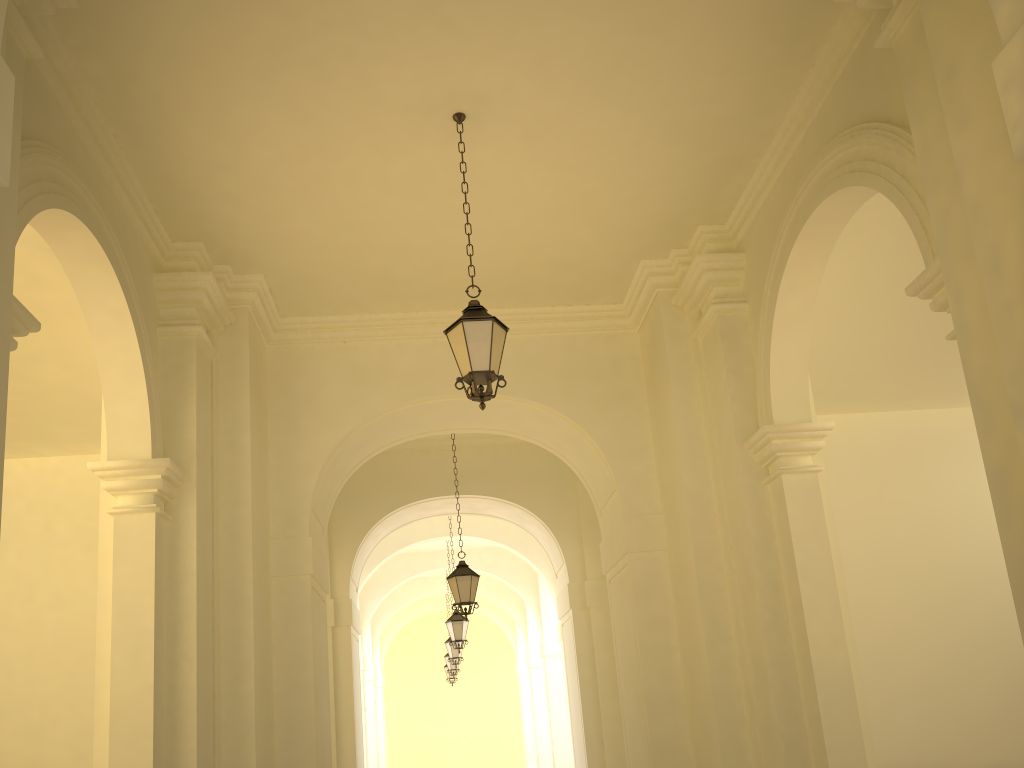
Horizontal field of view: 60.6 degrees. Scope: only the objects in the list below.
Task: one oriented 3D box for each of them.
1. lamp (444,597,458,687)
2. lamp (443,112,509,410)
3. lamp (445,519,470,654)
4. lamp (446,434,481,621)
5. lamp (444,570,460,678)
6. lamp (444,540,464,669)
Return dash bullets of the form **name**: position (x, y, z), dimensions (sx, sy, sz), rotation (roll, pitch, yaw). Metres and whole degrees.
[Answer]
- **lamp**: position (-2.090, 8.372, 29.072), dimensions (0.509, 3.189, 0.459), rotation (-4, -14, -6)
- **lamp**: position (-0.326, -0.995, 6.854), dimensions (0.447, 2.472, 0.523), rotation (-11, -15, 23)
- **lamp**: position (-1.191, 3.862, 17.908), dimensions (0.509, 3.189, 0.459), rotation (-4, -14, -6)
- **lamp**: position (-0.797, 1.886, 13.017), dimensions (0.445, 3.189, 0.526), rotation (5, -17, -35)
- **lamp**: position (-1.793, 6.884, 25.388), dimensions (0.509, 3.189, 0.459), rotation (-4, -14, -6)
- **lamp**: position (-1.495, 5.387, 21.682), dimensions (0.509, 3.189, 0.459), rotation (-4, -14, -6)
